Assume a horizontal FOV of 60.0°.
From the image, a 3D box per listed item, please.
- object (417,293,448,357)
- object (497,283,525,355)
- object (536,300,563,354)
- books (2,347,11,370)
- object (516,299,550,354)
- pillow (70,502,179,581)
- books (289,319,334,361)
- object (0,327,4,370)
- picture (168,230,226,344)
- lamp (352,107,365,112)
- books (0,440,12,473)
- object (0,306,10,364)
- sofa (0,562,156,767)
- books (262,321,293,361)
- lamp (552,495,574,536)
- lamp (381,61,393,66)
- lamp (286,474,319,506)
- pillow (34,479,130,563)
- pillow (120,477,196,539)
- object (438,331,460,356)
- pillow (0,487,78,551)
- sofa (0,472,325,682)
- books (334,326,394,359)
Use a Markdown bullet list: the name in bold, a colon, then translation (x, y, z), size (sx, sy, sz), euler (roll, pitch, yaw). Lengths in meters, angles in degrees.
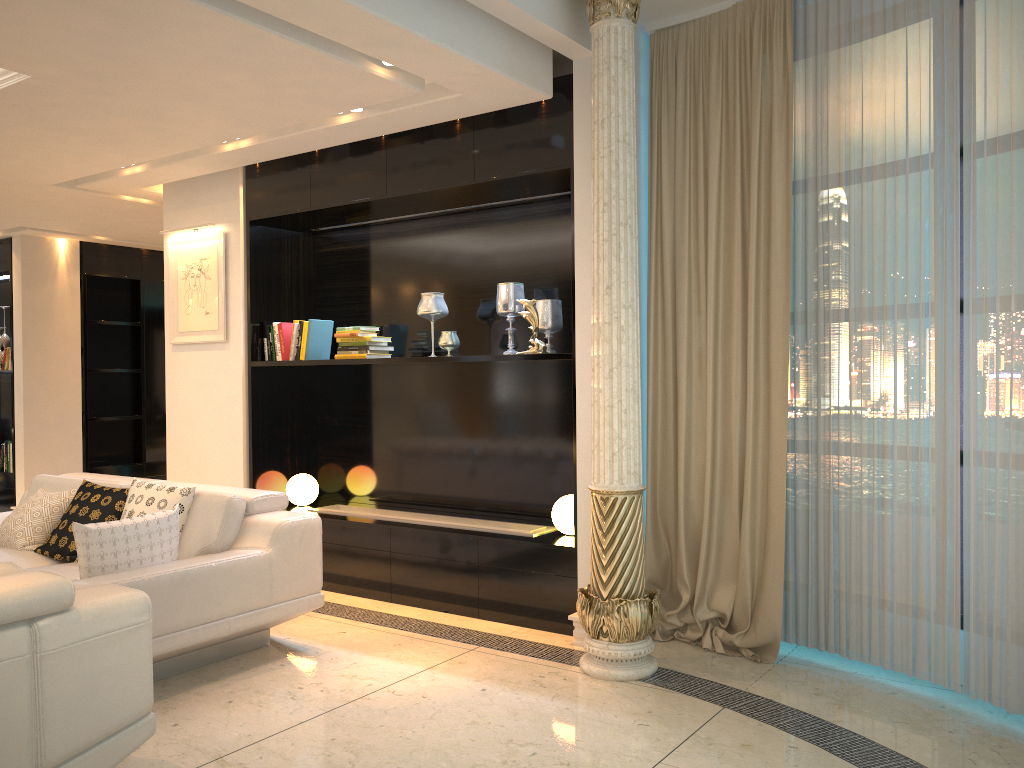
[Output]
- **object**: translation (-0.467, -0.342, 5.229), size (0.181, 0.381, 0.181), euler (0, 1, 29)
- **object**: translation (-0.007, -0.354, 5.033), size (0.156, 0.426, 0.156), euler (0, 1, 40)
- **object**: translation (0.203, -0.300, 4.882), size (0.147, 0.317, 0.147), euler (0, 1, 37)
- **books**: translation (-4.679, -0.245, 8.386), size (0.290, 0.238, 0.189), euler (0, 1, 33)
- **object**: translation (0.097, -0.299, 4.654), size (0.182, 0.293, 0.116), euler (0, 1, 32)
- **pillow**: translation (-1.695, 0.705, 3.918), size (0.281, 0.325, 0.521), euler (0, 1, 44)
- **books**: translation (-1.294, -0.278, 5.705), size (0.210, 0.261, 0.212), euler (0, 1, 35)
- **object**: translation (-4.958, -0.336, 8.588), size (0.121, 0.416, 0.121), euler (0, 1, 30)
- **picture**: translation (-2.126, -0.642, 5.992), size (0.610, 0.729, 0.027), euler (0, 1, 35)
- **lamp**: translation (-0.796, -1.452, 4.512), size (0.107, 0.127, 0.107), euler (0, 1, 16)
- **books**: translation (-4.702, 0.676, 8.400), size (0.345, 0.296, 0.222), euler (0, 1, 35)
- **object**: translation (-4.849, -0.434, 8.479), size (0.121, 0.612, 0.121), euler (0, 1, 30)
- **sofa**: translation (-2.209, 0.918, 2.097), size (1.145, 0.754, 2.328), euler (0, 1, 35)
- **books**: translation (-1.487, -0.281, 5.833), size (0.240, 0.270, 0.208), euler (0, 1, 35)
- **lamp**: translation (0.318, 0.697, 4.720), size (0.213, 0.214, 0.212), euler (-1, 0, -5)
- **lamp**: translation (-0.530, -1.461, 3.882), size (0.107, 0.127, 0.107), euler (0, 1, 16)
- **lamp**: translation (-1.395, 0.703, 5.904), size (0.212, 0.214, 0.213), euler (-1, 1, -16)
- **pillow**: translation (-2.190, 0.692, 4.517), size (0.524, 0.355, 0.323), euler (0, 1, 35)
- **pillow**: translation (-1.789, 0.675, 4.292), size (0.526, 0.399, 0.255), euler (0, 1, 35)
- **object**: translation (-0.365, -0.229, 5.146), size (0.119, 0.154, 0.119), euler (0, 1, 44)
- **pillow**: translation (-2.572, 0.728, 4.769), size (0.521, 0.329, 0.351), euler (0, 1, 35)
- **sofa**: translation (-2.164, 0.898, 4.446), size (2.328, 0.754, 1.145), euler (0, 1, 35)
- **books**: translation (-0.915, -0.250, 5.472), size (0.296, 0.197, 0.260), euler (0, 1, 37)
